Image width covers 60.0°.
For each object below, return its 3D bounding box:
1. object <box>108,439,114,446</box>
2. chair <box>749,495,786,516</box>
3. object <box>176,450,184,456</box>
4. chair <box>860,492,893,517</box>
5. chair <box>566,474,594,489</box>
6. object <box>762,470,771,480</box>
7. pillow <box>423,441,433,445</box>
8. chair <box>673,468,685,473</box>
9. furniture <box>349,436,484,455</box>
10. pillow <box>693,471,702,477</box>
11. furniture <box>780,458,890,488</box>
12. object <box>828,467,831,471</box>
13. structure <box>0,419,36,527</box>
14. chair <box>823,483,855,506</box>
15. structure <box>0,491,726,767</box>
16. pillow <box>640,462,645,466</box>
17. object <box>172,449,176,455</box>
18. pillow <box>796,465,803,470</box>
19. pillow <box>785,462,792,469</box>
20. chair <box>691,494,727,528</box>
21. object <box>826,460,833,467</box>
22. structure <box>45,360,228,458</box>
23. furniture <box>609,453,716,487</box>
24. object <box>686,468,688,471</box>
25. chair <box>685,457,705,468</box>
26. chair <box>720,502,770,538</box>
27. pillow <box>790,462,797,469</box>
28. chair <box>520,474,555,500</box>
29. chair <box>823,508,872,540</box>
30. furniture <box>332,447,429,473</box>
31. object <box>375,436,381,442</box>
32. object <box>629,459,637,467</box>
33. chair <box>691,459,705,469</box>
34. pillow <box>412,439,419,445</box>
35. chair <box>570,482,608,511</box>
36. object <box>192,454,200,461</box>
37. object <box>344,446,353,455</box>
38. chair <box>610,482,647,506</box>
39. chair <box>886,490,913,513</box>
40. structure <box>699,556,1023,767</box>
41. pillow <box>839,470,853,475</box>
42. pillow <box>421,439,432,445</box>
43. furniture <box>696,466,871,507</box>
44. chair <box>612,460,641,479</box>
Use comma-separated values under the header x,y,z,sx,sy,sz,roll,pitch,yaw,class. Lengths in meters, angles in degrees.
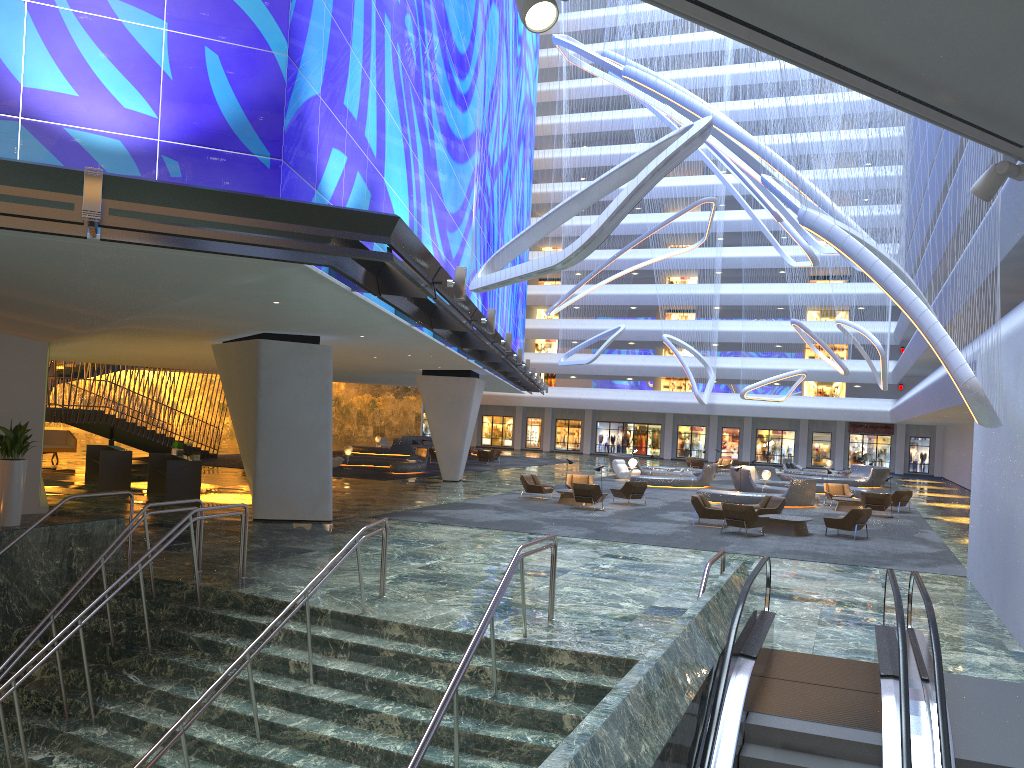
x,y,z,sx,sy,sz,roll,pitch,yaw,class
-12.083,1.768,26.733,0.158,0.181,0.158,3,-1,-24,object
6.865,3.429,24.048,0.939,0.766,0.929,3,-1,-17,chair
-8.821,1.833,23.545,0.150,0.145,0.150,4,-1,-35,object
11.561,3.821,28.157,0.929,0.766,0.940,2,-2,27,chair
2.230,3.385,29.103,0.929,0.766,0.939,3,-1,5,chair
9.985,3.566,34.784,0.366,0.387,0.318,2,-1,28,object
-5.644,3.945,59.223,0.692,0.262,0.878,3,-2,12,pillow
7.675,4.335,43.488,1.785,0.501,0.585,3,-1,-15,chair
-6.187,3.824,55.623,5.182,0.969,9.939,1,-3,38,furniture
8.154,3.834,37.726,0.692,0.262,0.878,2,-2,30,pillow
17.041,4.679,47.126,5.183,0.969,9.937,2,-2,18,furniture
17.797,4.793,49.630,0.131,0.252,0.103,3,0,4,object
-9.657,1.692,17.027,1.022,2.051,0.773,3,0,0,structure
11.582,3.949,31.509,0.929,0.766,0.939,3,-1,5,chair
-5.421,5.465,2.925,9.299,8.397,19.754,2,-2,21,structure
6.515,4.099,45.302,0.443,0.207,0.444,3,-2,-17,pillow
-9.066,1.833,23.871,0.150,0.145,0.150,4,-1,-35,object
16.408,4.773,50.962,0.685,0.280,0.873,4,-2,-32,pillow
15.908,4.674,50.808,0.295,0.368,0.770,2,-2,34,pillow
5.166,3.306,23.064,0.938,0.766,0.930,2,-1,23,chair
18.649,4.666,52.117,0.367,0.387,0.318,3,-1,3,object
-18.819,0.321,40.770,11.976,6.245,16.507,2,-2,21,structure
6.777,3.932,41.070,5.183,0.969,9.936,2,-2,13,furniture
8.522,4.146,43.060,0.071,0.118,0.151,2,-1,31,object
10.619,4.660,51.674,0.930,0.766,0.938,4,-2,-25,chair
5.575,3.264,21.396,0.940,0.766,0.929,4,-2,-42,chair
16.115,4.658,50.765,0.315,0.386,0.785,2,-2,37,pillow
0.779,3.277,28.186,0.938,0.766,0.930,2,-2,30,chair
8.334,3.425,21.982,0.930,0.766,0.938,4,-2,-44,chair
-8.057,3.134,39.814,9.920,0.969,5.192,1,-3,38,furniture
-8.241,3.388,54.545,0.366,0.387,0.318,2,-1,28,object
5.353,3.499,39.226,0.367,0.387,0.318,3,-1,3,object
10.388,4.542,48.859,0.939,0.766,0.929,4,-2,-28,chair
-6.488,3.838,58.761,0.315,0.386,0.785,2,-2,38,pillow
2.208,3.257,25.751,0.929,0.766,0.940,2,-2,27,chair
-7.821,1.821,21.948,0.149,0.149,0.149,4,-1,-34,object
-6.964,2.820,37.744,0.318,0.387,0.367,2,-1,28,object
3.700,3.410,27.801,0.930,0.766,0.938,4,-2,-36,chair
13.052,3.974,30.207,0.930,0.766,0.938,4,-2,-36,chair
0.733,5.671,1.018,3.015,8.237,19.850,3,-2,21,structure
17.608,4.649,46.659,0.693,0.262,0.877,3,-2,-17,pillow
-5.687,3.906,59.415,0.775,0.366,0.317,4,-1,-27,pillow
9.944,3.818,33.754,5.182,0.969,9.939,1,-3,38,furniture
5.183,3.892,40.123,1.156,0.882,0.730,2,-2,40,chair
